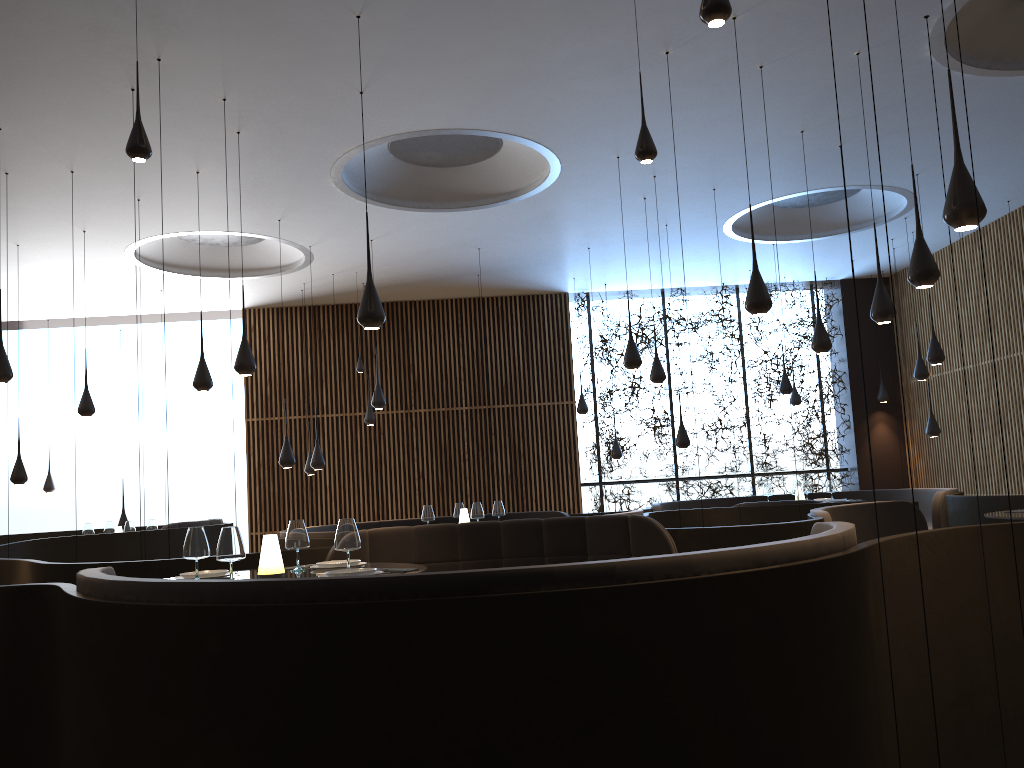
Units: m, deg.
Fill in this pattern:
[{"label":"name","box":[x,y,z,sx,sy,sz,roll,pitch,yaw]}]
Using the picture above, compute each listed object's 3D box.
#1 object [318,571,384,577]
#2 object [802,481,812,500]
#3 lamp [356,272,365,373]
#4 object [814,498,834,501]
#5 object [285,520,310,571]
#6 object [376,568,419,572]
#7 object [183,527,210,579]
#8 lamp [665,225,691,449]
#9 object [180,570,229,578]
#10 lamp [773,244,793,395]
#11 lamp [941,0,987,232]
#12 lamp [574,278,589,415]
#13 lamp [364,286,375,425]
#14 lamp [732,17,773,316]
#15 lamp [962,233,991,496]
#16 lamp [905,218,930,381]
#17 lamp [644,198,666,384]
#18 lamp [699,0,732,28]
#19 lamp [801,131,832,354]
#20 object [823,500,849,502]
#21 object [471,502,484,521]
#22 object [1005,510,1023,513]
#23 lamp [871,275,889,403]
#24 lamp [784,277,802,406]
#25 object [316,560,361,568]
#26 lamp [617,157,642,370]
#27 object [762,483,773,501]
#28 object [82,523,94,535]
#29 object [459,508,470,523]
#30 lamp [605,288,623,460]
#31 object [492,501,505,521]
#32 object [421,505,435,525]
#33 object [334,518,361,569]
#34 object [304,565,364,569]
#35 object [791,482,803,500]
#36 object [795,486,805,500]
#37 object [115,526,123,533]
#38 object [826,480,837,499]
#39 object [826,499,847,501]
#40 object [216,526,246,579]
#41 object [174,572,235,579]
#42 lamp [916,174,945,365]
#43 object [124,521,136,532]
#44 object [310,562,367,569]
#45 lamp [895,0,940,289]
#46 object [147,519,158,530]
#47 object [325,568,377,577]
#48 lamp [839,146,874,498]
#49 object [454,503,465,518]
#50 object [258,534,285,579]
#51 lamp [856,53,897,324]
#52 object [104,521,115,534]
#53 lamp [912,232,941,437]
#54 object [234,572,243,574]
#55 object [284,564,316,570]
[{"label":"object","box":[-0.824,0.981,4.545,0.332,0.014,0.332,2,-9,-37]},{"label":"object","box":[4.140,1.512,12.454,0.142,0.294,0.142,-3,-6,-2]},{"label":"lamp","box":[-2.282,-0.916,13.174,0.133,1.505,0.133,-3,-5,-7]},{"label":"object","box":[4.380,1.627,12.457,0.263,0.029,0.264,-2,-7,-11]},{"label":"object","box":[-1.260,0.948,5.208,0.142,0.294,0.142,-3,-6,-3]},{"label":"object","box":[-0.640,1.006,4.784,0.262,0.017,0.126,-8,-8,33]},{"label":"object","box":[-1.714,0.927,4.817,0.142,0.294,0.142,2,-8,-42]},{"label":"lamp","box":[2.128,-0.633,11.585,0.196,2.954,0.196,-3,-5,-7]},{"label":"object","box":[-1.746,1.083,5.033,0.263,0.029,0.264,-4,-7,2]},{"label":"lamp","box":[3.902,-0.944,12.907,0.196,2.218,0.196,-2,-6,-17]},{"label":"lamp","box":[2.156,-1.863,4.439,0.196,2.218,0.196,-3,-5,-7]},{"label":"lamp","box":[1.075,-0.611,14.320,0.196,2.218,0.196,-7,-6,33]},{"label":"lamp","box":[-2.282,-0.457,13.987,0.196,2.218,0.196,-6,-6,23]},{"label":"lamp","box":[1.703,-1.596,6.436,0.196,2.218,0.196,-7,-6,33]},{"label":"lamp","box":[5.536,0.695,10.380,0.196,6.261,0.196,-5,-6,13]},{"label":"lamp","box":[5.404,-1.150,11.926,0.196,2.218,0.196,-2,-6,-17]},{"label":"lamp","box":[1.647,-1.106,10.463,0.196,2.218,0.196,-7,-6,33]},{"label":"lamp","box":[0.800,-2.235,3.728,0.133,1.505,0.133,-3,-5,-7]},{"label":"lamp","box":[2.941,-1.399,8.688,0.196,2.218,0.196,-7,-6,33]},{"label":"object","box":[4.312,1.559,11.779,0.332,0.014,0.333,-1,-7,-17]},{"label":"object","box":[-0.360,1.384,9.244,0.142,0.294,0.142,0,-7,-31]},{"label":"object","box":[3.999,0.997,6.921,0.126,0.017,0.262,0,-8,-25]},{"label":"lamp","box":[6.331,-0.789,15.356,0.196,2.218,0.196,-6,-6,23]},{"label":"lamp","box":[4.738,-0.729,15.091,0.196,2.218,0.196,-6,-6,23]},{"label":"object","box":[-1.028,1.069,5.257,0.263,0.029,0.263,-8,-8,35]},{"label":"lamp","box":[1.165,-1.248,9.092,0.196,2.218,0.196,-7,-6,33]},{"label":"object","box":[3.544,1.526,12.282,0.142,0.294,0.142,-3,-6,-8]},{"label":"object","box":[-5.430,1.932,11.360,0.142,0.294,0.142,-3,-6,-5]},{"label":"object","box":[-0.517,1.470,9.625,0.144,0.231,0.142,-5,-6,13]},{"label":"lamp","box":[1.653,-0.217,14.800,0.196,2.954,0.196,-7,-6,33]},{"label":"object","box":[-0.148,1.439,9.802,0.142,0.294,0.142,-5,-6,19]},{"label":"object","box":[-0.893,1.438,9.438,0.142,0.294,0.142,2,-7,-41]},{"label":"object","box":[-0.886,0.875,4.783,0.142,0.294,0.142,-9,-8,44]},{"label":"object","box":[-1.023,1.079,5.255,0.411,0.012,0.204,-7,-8,28]},{"label":"object","box":[3.786,1.450,11.771,0.142,0.294,0.142,-2,-6,-9]},{"label":"object","box":[3.945,1.518,12.154,0.144,0.231,0.143,-1,-6,-22]},{"label":"object","box":[-5.107,1.963,11.512,0.142,0.231,0.145,-5,-6,19]},{"label":"object","box":[4.329,1.449,12.022,0.142,0.294,0.142,-8,-7,41]},{"label":"object","box":[4.311,1.549,11.780,0.263,0.029,0.264,-2,-7,-14]},{"label":"object","box":[-1.412,0.866,4.454,0.142,0.294,0.142,-5,-6,15]},{"label":"object","box":[-1.745,1.093,5.033,0.332,0.014,0.333,-3,-7,-1]},{"label":"lamp","box":[4.761,-1.324,10.177,0.196,2.218,0.196,-2,-6,-17]},{"label":"object","box":[-4.832,1.879,11.203,0.142,0.294,0.142,-3,-6,1]},{"label":"object","box":[-1.028,1.079,5.257,0.332,0.014,0.332,-8,-8,32]},{"label":"lamp","box":[2.590,-1.727,5.806,0.196,2.218,0.196,-3,-5,-7]},{"label":"object","box":[-4.775,1.943,11.767,0.142,0.294,0.142,1,-7,-34]},{"label":"object","box":[-0.825,0.971,4.546,0.263,0.029,0.264,-1,-7,-17]},{"label":"lamp","box":[3.604,0.633,8.950,0.196,6.261,0.196,-5,-6,13]},{"label":"object","box":[-0.587,1.486,9.976,0.142,0.294,0.142,1,-7,-35]},{"label":"object","box":[-1.303,0.931,4.790,0.142,0.231,0.145,0,-7,-28]},{"label":"lamp","box":[2.878,-1.585,7.113,0.196,2.218,0.196,-7,-6,33]},{"label":"object","box":[-5.369,1.985,11.829,0.142,0.294,0.142,0,-6,-29]},{"label":"lamp","box":[5.858,-0.722,12.631,0.196,2.954,0.196,-2,-6,-17]},{"label":"object","box":[-1.743,1.094,5.037,0.204,0.012,0.411,-8,-8,33]},{"label":"object","box":[-1.272,1.121,5.431,0.126,0.017,0.262,-8,-8,32]}]
